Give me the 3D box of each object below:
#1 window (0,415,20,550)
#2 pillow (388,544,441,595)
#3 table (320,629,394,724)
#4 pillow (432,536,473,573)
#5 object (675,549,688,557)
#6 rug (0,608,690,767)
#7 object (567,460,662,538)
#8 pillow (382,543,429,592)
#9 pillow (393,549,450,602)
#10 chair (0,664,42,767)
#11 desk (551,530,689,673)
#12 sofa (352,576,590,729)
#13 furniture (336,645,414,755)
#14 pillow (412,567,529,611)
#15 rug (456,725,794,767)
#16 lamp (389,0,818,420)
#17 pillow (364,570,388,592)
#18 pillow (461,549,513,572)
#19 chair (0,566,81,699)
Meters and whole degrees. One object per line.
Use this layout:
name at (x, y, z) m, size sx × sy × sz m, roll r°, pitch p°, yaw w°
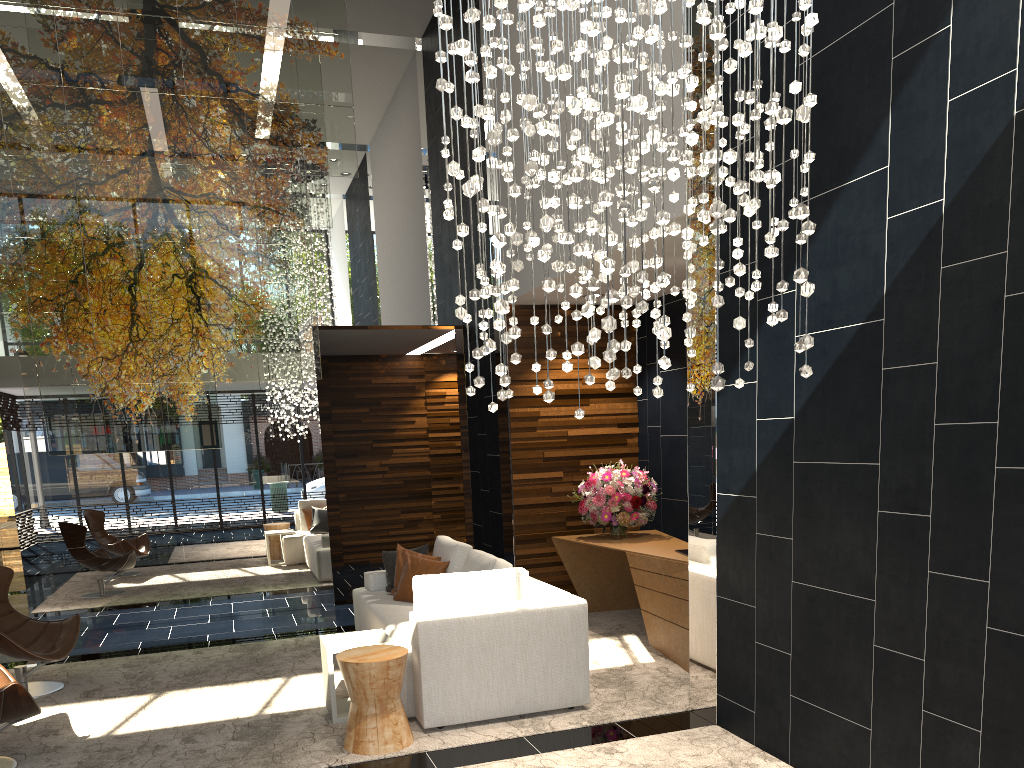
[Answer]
window at (-9.875, 1.637, 15.604) m, size 3.939 × 2.914 × 0.058 m, roll -3°, pitch 9°, yaw -18°
pillow at (-0.784, 1.497, 6.907) m, size 0.548 × 0.441 × 0.237 m, roll -1°, pitch 6°, yaw 37°
table at (-0.954, 1.807, 5.365) m, size 0.398 × 0.477 × 0.393 m, roll -4°, pitch 5°, yaw -18°
pillow at (-0.505, 1.463, 6.881) m, size 0.246 × 0.460 × 0.710 m, roll -5°, pitch 1°, yaw -19°
object at (1.390, 1.233, 6.161) m, size 0.240 × 0.027 × 0.701 m, roll -2°, pitch -3°, yaw -8°
rug at (-1.021, 2.094, 6.131) m, size 5.874 × 0.006 × 3.177 m, roll -1°, pitch -4°, yaw -18°
object at (0.909, 0.992, 7.432) m, size 0.685 × 0.693 × 0.652 m, roll -4°, pitch 4°, yaw -27°
pillow at (-0.875, 1.516, 7.104) m, size 0.554 × 0.425 × 0.249 m, roll -2°, pitch 6°, yaw 29°
pillow at (-0.723, 1.506, 6.698) m, size 0.518 × 0.423 × 0.263 m, roll -1°, pitch 6°, yaw 42°
chair at (-2.891, 1.605, 4.469) m, size 0.672 × 0.952 × 0.773 m, roll 2°, pitch 6°, yaw 39°
desk at (1.190, 1.669, 6.953) m, size 0.985 × 0.762 × 2.218 m, roll -3°, pitch -2°, yaw -19°
sofa at (-0.583, 1.731, 6.278) m, size 1.285 × 0.695 × 2.819 m, roll -2°, pitch -3°, yaw -19°
furniture at (-0.752, 1.736, 4.758) m, size 0.393 × 0.534 × 0.382 m, roll -1°, pitch 5°, yaw 17°
pillow at (-0.247, 1.353, 5.212) m, size 0.709 × 0.471 × 0.213 m, roll -3°, pitch 7°, yaw -17°
rug at (-0.098, 1.880, 3.242) m, size 3.401 × 0.006 × 2.310 m, roll -1°, pitch -4°, yaw -18°
lamp at (-5.644, -46.267, 0.397) m, size 399.432 × 116.659 × 392.862 m, roll -3°, pitch -2°, yaw 7°
pillow at (-0.948, 1.659, 7.386) m, size 0.620 × 0.155 × 0.237 m, roll -1°, pitch 0°, yaw -23°
pillow at (-0.223, 1.407, 6.040) m, size 0.289 × 0.445 × 0.710 m, roll -4°, pitch 1°, yaw -18°
chair at (-3.501, 1.726, 6.030) m, size 0.789 × 0.953 × 0.657 m, roll -2°, pitch 6°, yaw 9°
